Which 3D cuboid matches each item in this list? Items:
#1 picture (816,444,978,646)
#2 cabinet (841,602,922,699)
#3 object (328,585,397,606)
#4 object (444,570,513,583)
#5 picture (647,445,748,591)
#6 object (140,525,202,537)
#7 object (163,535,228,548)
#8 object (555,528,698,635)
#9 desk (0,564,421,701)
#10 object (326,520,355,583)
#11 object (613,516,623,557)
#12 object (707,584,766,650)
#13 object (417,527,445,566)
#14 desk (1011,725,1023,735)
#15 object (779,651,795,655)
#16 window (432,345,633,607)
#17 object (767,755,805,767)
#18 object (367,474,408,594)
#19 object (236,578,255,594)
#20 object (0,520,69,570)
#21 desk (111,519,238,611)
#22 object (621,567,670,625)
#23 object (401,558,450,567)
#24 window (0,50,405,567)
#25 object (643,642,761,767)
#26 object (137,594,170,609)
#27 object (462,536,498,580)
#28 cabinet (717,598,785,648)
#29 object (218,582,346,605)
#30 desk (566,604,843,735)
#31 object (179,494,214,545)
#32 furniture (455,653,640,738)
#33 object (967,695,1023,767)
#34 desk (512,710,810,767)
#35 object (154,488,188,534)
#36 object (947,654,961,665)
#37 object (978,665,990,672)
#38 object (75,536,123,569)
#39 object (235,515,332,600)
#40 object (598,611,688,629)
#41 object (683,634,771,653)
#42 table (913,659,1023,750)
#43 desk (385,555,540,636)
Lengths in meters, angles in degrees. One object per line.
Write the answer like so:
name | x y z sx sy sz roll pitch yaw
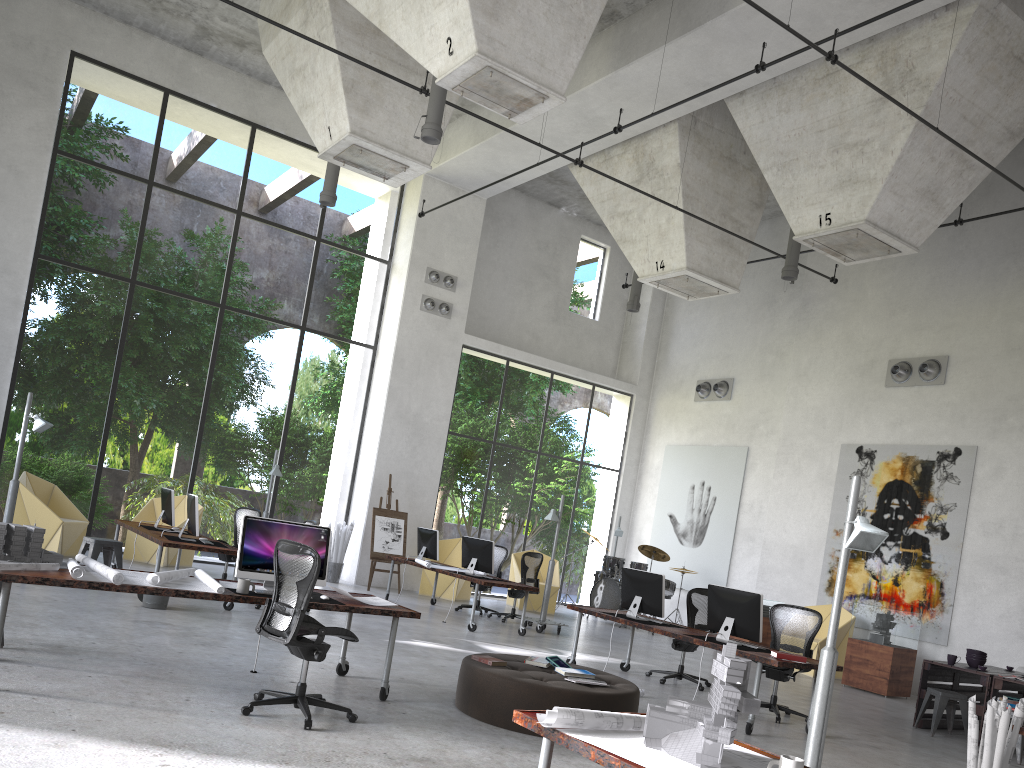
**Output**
picture | 6.053 2.460 14.044 0.021 3.002 2.345 10 -4 -33
cabinet | 5.420 3.903 12.883 0.602 1.248 0.739 11 -4 -33
object | -1.217 1.717 7.123 0.476 0.085 0.435 14 -10 -29
object | -0.501 2.855 13.014 0.699 0.008 0.844 17 -12 -41
picture | 3.777 2.779 18.284 0.021 3.002 2.327 10 -4 -33
object | -4.619 1.983 11.855 0.696 0.008 0.847 15 -11 -31
object | -3.856 1.919 10.692 0.695 0.008 0.849 14 -10 -26
object | 2.358 3.898 17.433 2.952 1.732 1.913 3 -8 41
desk | -2.327 1.846 6.519 3.172 0.720 0.971 15 -9 -33
object | -3.188 3.044 16.030 0.436 1.203 0.418 8 -3 35
object | 2.169 3.913 18.960 0.579 2.141 0.599 9 -2 2
object | 2.286 2.347 8.855 0.382 0.549 0.713 12 -7 -31
object | -1.311 2.647 14.314 0.382 0.549 0.713 12 -7 -31
desk | 4.676 2.768 5.074 0.976 0.718 3.124 13 -10 -32
object | 2.565 2.507 8.190 0.148 0.011 0.011 5 -7 25
window | 0.464 2.132 18.481 4.622 4.866 0.020 13 -3 -33
object | 1.039 1.465 3.329 0.123 0.099 0.088 10 -5 -4
object | -2.280 2.701 15.992 0.702 2.133 0.680 11 -3 -32
object | -1.944 1.479 6.417 0.123 0.099 0.088 10 -5 -4
object | -3.407 1.086 6.083 0.748 0.303 0.431 17 -10 -43
desk | -4.392 2.286 11.279 0.976 0.718 3.124 13 -10 -32
object | 1.534 2.409 9.996 0.382 0.549 0.713 12 -7 -31
object | -1.354 2.926 14.307 0.696 0.008 0.847 15 -11 -31
window | -5.176 -0.745 15.425 6.039 7.808 0.067 12 -3 -33
object | 0.753 1.270 3.510 0.360 0.518 0.498 9 -5 3
object | -3.950 2.316 9.722 0.299 0.296 0.395 14 -8 -39
object | -0.458 2.576 13.020 0.383 0.549 0.711 13 -7 -41
cabinet | 4.085 4.172 15.131 0.753 1.008 0.732 12 -5 -33
object | -1.784 1.618 6.771 0.860 0.008 0.686 15 -11 -31
desk | 1.833 3.002 9.366 0.987 0.718 3.123 14 -10 -32
object | -3.813 1.640 10.700 0.381 0.549 0.714 11 -7 -26
furniture | 0.295 2.586 7.308 1.527 0.425 1.506 15 -10 -31
object | 3.377 2.636 6.193 0.321 0.932 0.341 10 -2 -15
desk | 1.186 1.816 2.792 0.987 0.718 3.123 14 -10 -32
object | -4.576 1.704 11.862 0.382 0.549 0.713 12 -7 -31
object | 5.035 3.151 10.027 0.102 0.109 0.129 14 -7 -41
object | 5.274 3.185 9.832 0.116 0.056 0.140 2 -11 42
object | -5.171 2.212 11.017 0.453 0.529 0.483 5 -7 42
object | -1.738 1.340 6.781 0.724 0.550 0.375 13 -5 -31
object | 1.491 2.688 9.989 0.696 0.008 0.847 15 -11 -31
object | 2.243 2.625 8.848 0.696 0.008 0.847 15 -11 -31
table | 5.752 3.708 9.924 1.526 0.790 1.597 14 -9 -33
desk | -0.903 3.238 13.562 0.987 0.718 3.123 14 -10 -32
